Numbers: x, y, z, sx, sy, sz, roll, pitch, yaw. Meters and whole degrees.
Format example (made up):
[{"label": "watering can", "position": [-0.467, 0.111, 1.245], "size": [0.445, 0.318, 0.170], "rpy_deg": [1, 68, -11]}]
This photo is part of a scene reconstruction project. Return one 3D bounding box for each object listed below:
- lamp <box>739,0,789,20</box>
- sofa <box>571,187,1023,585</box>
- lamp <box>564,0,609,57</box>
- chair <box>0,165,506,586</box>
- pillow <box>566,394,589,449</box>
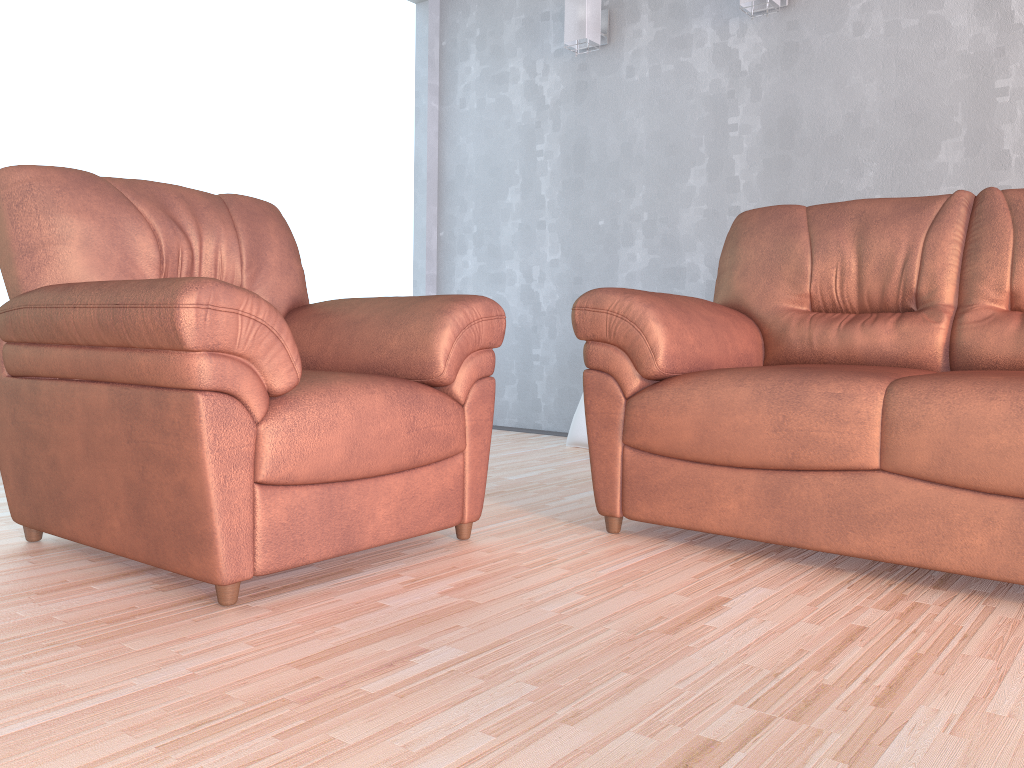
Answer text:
[{"label": "lamp", "position": [1.052, -1.687, 3.714], "size": [0.165, 0.319, 0.177], "rpy_deg": [4, 4, 38]}, {"label": "sofa", "position": [1.301, -0.073, 2.094], "size": [2.202, 0.923, 0.981], "rpy_deg": [4, 4, 38]}, {"label": "lamp", "position": [0.349, -1.731, 4.249], "size": [0.165, 0.319, 0.168], "rpy_deg": [4, 4, 38]}, {"label": "chair", "position": [-0.652, -0.091, 2.201], "size": [0.936, 0.879, 0.970], "rpy_deg": [4, 4, 37]}, {"label": "pillow", "position": [0.432, 0.144, 4.082], "size": [0.327, 0.326, 0.241], "rpy_deg": [4, 5, 41]}]
